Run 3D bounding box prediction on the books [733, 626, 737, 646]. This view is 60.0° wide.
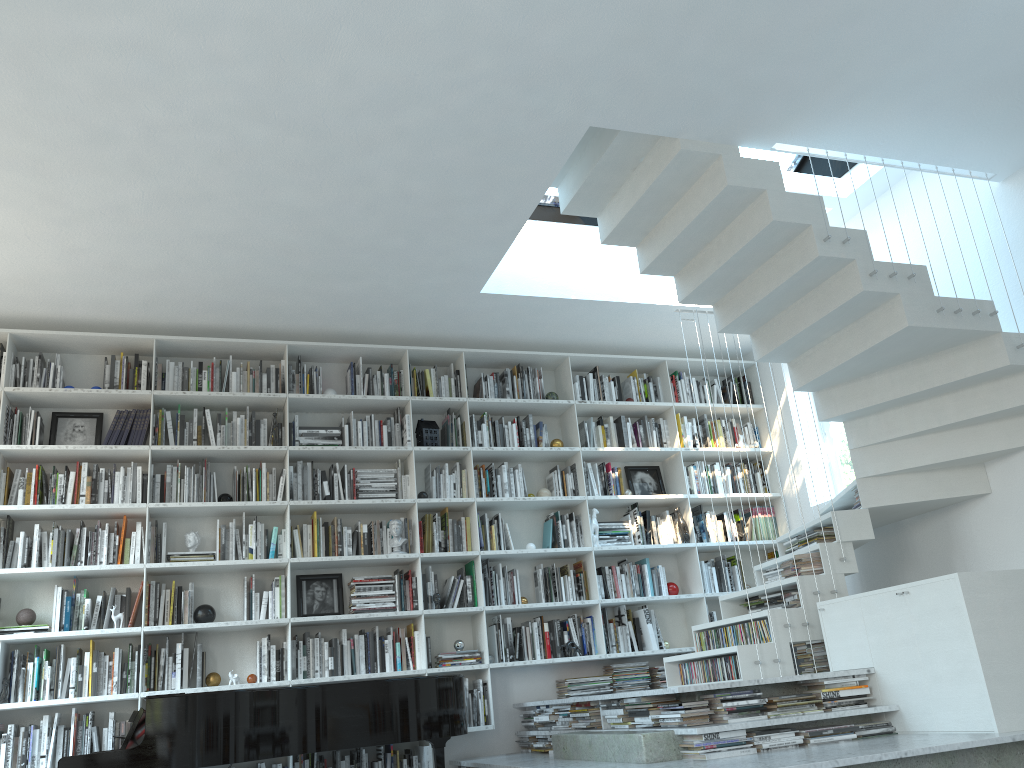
[{"bbox_3d":[1.357,1.473,5.183,0.125,0.125,0.013,2,-21,-20],"label":"books"}]

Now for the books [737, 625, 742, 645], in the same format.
[{"bbox_3d":[1.371,1.459,5.147,0.125,0.125,0.016,2,-21,-20],"label":"books"}]

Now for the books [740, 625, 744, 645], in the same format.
[{"bbox_3d":[1.381,1.447,5.119,0.125,0.125,0.007,2,-21,-20],"label":"books"}]

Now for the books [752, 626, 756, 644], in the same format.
[{"bbox_3d":[1.420,1.405,5.013,0.125,0.125,0.010,2,-21,-20],"label":"books"}]

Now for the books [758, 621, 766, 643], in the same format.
[{"bbox_3d":[1.446,1.378,4.940,0.125,0.123,0.035,2,-21,-20],"label":"books"}]

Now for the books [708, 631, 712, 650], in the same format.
[{"bbox_3d":[1.265,1.573,5.433,0.125,0.125,0.010,2,-21,-20],"label":"books"}]

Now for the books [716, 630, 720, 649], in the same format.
[{"bbox_3d":[1.296,1.539,5.350,0.125,0.125,0.007,2,-21,-20],"label":"books"}]

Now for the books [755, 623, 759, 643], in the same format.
[{"bbox_3d":[1.430,1.394,4.985,0.125,0.125,0.008,2,-21,-20],"label":"books"}]

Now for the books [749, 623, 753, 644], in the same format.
[{"bbox_3d":[1.410,1.415,5.038,0.125,0.125,0.007,2,-21,-20],"label":"books"}]

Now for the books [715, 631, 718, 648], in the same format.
[{"bbox_3d":[1.291,1.545,5.364,0.125,0.125,0.007,2,-21,-20],"label":"books"}]

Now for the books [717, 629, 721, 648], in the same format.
[{"bbox_3d":[1.301,1.534,5.338,0.125,0.125,0.008,2,-21,-20],"label":"books"}]

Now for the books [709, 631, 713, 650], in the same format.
[{"bbox_3d":[1.271,1.566,5.418,0.125,0.125,0.009,2,-21,-20],"label":"books"}]

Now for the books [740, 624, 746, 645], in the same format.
[{"bbox_3d":[1.384,1.444,5.110,0.125,0.125,0.012,2,-21,-20],"label":"books"}]

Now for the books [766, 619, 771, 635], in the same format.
[{"bbox_3d":[1.469,1.353,4.877,0.125,0.123,0.034,2,-21,-20],"label":"books"}]

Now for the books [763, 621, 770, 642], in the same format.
[{"bbox_3d":[1.459,1.364,4.905,0.125,0.122,0.036,2,-21,-20],"label":"books"}]

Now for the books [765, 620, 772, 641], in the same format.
[{"bbox_3d":[1.467,1.356,4.885,0.125,0.122,0.036,2,-21,-20],"label":"books"}]

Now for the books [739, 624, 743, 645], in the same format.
[{"bbox_3d":[1.378,1.450,5.126,0.125,0.125,0.009,2,-21,-20],"label":"books"}]

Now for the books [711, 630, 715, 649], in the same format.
[{"bbox_3d":[1.278,1.558,5.398,0.125,0.125,0.008,2,-21,-20],"label":"books"}]

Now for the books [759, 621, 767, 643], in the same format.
[{"bbox_3d":[1.449,1.375,4.933,0.125,0.122,0.037,2,-21,-20],"label":"books"}]

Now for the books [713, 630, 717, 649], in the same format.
[{"bbox_3d":[1.286,1.550,5.378,0.125,0.125,0.008,2,-21,-20],"label":"books"}]

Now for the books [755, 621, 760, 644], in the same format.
[{"bbox_3d":[1.432,1.392,4.979,0.125,0.125,0.007,2,-21,-20],"label":"books"}]

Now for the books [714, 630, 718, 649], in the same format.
[{"bbox_3d":[1.289,1.547,5.370,0.125,0.125,0.008,2,-21,-20],"label":"books"}]

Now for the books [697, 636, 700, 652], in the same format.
[{"bbox_3d":[1.221,1.620,5.553,0.125,0.125,0.008,2,-21,-20],"label":"books"}]

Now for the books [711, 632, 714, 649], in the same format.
[{"bbox_3d":[1.276,1.561,5.404,0.125,0.125,0.007,2,-21,-20],"label":"books"}]

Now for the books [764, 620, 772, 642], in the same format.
[{"bbox_3d":[1.464,1.359,4.892,0.125,0.123,0.034,2,-21,-20],"label":"books"}]

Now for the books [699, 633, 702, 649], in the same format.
[{"bbox_3d":[1.231,1.610,5.527,0.125,0.125,0.007,2,-21,-20],"label":"books"}]

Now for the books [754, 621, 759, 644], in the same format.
[{"bbox_3d":[1.427,1.397,4.992,0.125,0.125,0.008,2,-21,-20],"label":"books"}]

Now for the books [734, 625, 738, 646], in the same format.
[{"bbox_3d":[1.360,1.469,5.174,0.125,0.125,0.009,2,-21,-20],"label":"books"}]

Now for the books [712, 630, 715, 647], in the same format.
[{"bbox_3d":[1.281,1.556,5.391,0.125,0.125,0.008,2,-21,-20],"label":"books"}]

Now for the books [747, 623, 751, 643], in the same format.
[{"bbox_3d":[1.405,1.421,5.052,0.125,0.125,0.009,2,-21,-20],"label":"books"}]

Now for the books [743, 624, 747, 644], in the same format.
[{"bbox_3d":[1.392,1.435,5.089,0.125,0.125,0.009,2,-21,-20],"label":"books"}]

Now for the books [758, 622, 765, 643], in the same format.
[{"bbox_3d":[1.444,1.381,4.947,0.125,0.123,0.034,2,-21,-20],"label":"books"}]

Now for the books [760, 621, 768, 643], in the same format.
[{"bbox_3d":[1.452,1.372,4.926,0.125,0.123,0.034,2,-21,-20],"label":"books"}]

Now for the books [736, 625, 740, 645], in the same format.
[{"bbox_3d":[1.367,1.462,5.156,0.125,0.125,0.009,2,-21,-20],"label":"books"}]

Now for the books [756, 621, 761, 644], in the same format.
[{"bbox_3d":[1.435,1.389,4.972,0.125,0.125,0.008,2,-21,-20],"label":"books"}]

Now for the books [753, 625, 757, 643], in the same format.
[{"bbox_3d":[1.422,1.403,5.007,0.125,0.125,0.010,2,-21,-20],"label":"books"}]

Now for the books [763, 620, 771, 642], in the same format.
[{"bbox_3d":[1.462,1.361,4.899,0.125,0.123,0.035,2,-21,-20],"label":"books"}]

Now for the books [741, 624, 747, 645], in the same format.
[{"bbox_3d":[1.387,1.441,5.101,0.125,0.125,0.018,2,-21,-20],"label":"books"}]

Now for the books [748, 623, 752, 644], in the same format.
[{"bbox_3d":[1.408,1.418,5.045,0.125,0.125,0.007,2,-21,-20],"label":"books"}]

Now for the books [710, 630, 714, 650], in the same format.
[{"bbox_3d":[1.273,1.564,5.412,0.125,0.125,0.009,2,-21,-20],"label":"books"}]

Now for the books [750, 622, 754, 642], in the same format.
[{"bbox_3d":[1.415,1.410,5.026,0.125,0.125,0.008,2,-21,-20],"label":"books"}]

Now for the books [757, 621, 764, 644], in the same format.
[{"bbox_3d":[1.438,1.385,4.963,0.125,0.125,0.011,2,-21,-20],"label":"books"}]

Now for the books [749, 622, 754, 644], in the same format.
[{"bbox_3d":[1.413,1.413,5.032,0.125,0.125,0.008,2,-21,-20],"label":"books"}]

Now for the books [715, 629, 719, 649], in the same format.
[{"bbox_3d":[1.293,1.542,5.357,0.125,0.125,0.007,2,-21,-20],"label":"books"}]

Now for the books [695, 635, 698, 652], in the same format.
[{"bbox_3d":[1.214,1.629,5.574,0.125,0.125,0.009,2,-21,-20],"label":"books"}]

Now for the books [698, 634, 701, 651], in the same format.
[{"bbox_3d":[1.226,1.615,5.540,0.125,0.125,0.008,2,-21,-20],"label":"books"}]

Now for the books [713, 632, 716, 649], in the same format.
[{"bbox_3d":[1.283,1.553,5.384,0.125,0.125,0.008,2,-21,-20],"label":"books"}]

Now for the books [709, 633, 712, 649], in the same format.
[{"bbox_3d":[1.268,1.569,5.426,0.125,0.125,0.007,2,-21,-20],"label":"books"}]

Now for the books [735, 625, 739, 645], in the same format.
[{"bbox_3d":[1.364,1.466,5.165,0.125,0.125,0.011,2,-21,-20],"label":"books"}]

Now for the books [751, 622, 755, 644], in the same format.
[{"bbox_3d":[1.417,1.408,5.020,0.125,0.125,0.009,2,-21,-20],"label":"books"}]

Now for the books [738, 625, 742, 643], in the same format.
[{"bbox_3d":[1.375,1.453,5.134,0.125,0.125,0.013,2,-21,-20],"label":"books"}]

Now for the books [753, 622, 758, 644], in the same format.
[{"bbox_3d":[1.425,1.400,4.999,0.125,0.125,0.008,2,-21,-20],"label":"books"}]

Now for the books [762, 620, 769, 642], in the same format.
[{"bbox_3d":[1.457,1.367,4.912,0.125,0.123,0.035,2,-21,-20],"label":"books"}]

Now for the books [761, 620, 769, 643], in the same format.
[{"bbox_3d":[1.454,1.369,4.919,0.125,0.123,0.034,2,-21,-20],"label":"books"}]

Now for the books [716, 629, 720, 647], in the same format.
[{"bbox_3d":[1.298,1.537,5.344,0.125,0.125,0.008,2,-21,-20],"label":"books"}]

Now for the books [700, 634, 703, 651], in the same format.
[{"bbox_3d":[1.233,1.607,5.520,0.125,0.125,0.008,2,-21,-20],"label":"books"}]

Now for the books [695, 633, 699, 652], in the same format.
[{"bbox_3d":[1.216,1.626,5.567,0.125,0.125,0.008,2,-21,-20],"label":"books"}]

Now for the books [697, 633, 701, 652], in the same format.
[{"bbox_3d":[1.224,1.618,5.546,0.125,0.125,0.007,2,-21,-20],"label":"books"}]

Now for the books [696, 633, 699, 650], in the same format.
[{"bbox_3d":[1.219,1.623,5.560,0.125,0.125,0.009,2,-21,-20],"label":"books"}]

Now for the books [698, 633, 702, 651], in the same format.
[{"bbox_3d":[1.229,1.612,5.534,0.125,0.125,0.009,2,-21,-20],"label":"books"}]
